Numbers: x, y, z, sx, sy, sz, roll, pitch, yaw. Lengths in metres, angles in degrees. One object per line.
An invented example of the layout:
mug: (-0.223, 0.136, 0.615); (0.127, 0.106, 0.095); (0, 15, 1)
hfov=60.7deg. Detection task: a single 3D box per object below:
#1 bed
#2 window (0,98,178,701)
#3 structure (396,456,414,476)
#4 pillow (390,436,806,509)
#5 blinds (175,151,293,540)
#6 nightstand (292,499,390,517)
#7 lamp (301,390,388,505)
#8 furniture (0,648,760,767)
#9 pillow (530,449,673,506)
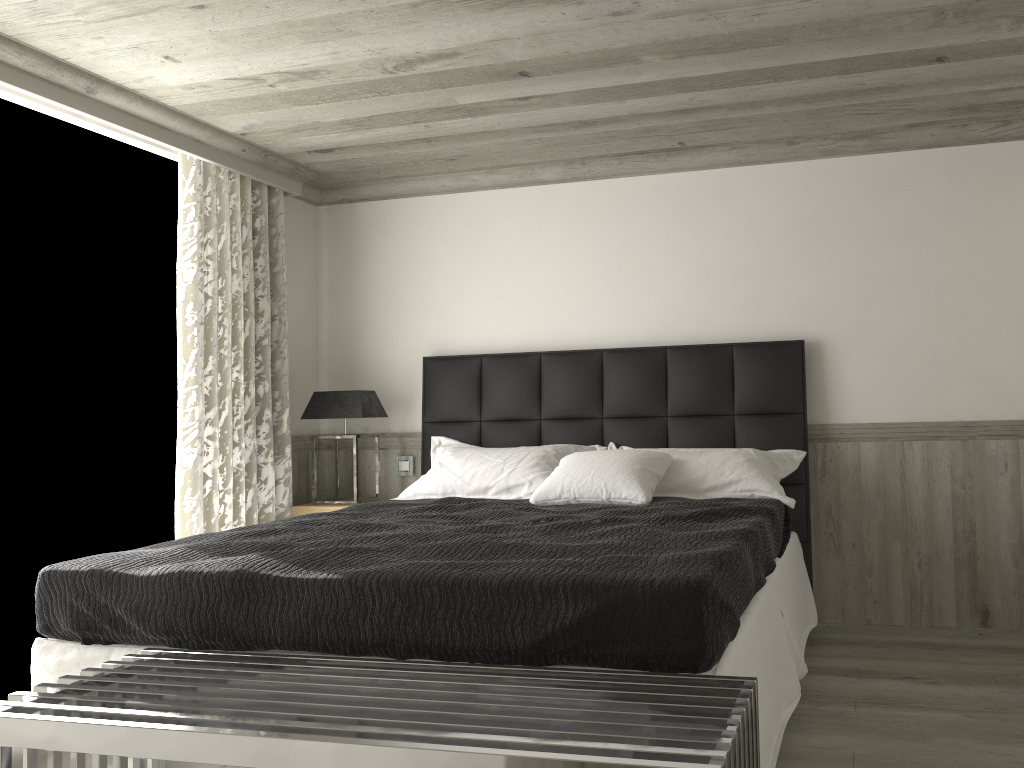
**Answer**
bed: (0.008, 0.555, 3.866); (2.384, 1.623, 3.170); (-2, -2, 19)
window: (-2.249, -0.016, 3.805); (0.001, 2.885, 3.542); (-2, -2, 22)
structure: (-0.699, 0.533, 5.681); (0.119, 0.128, 0.018); (-2, -3, 15)
pillow: (0.458, 0.473, 4.925); (2.236, 0.381, 0.664); (-2, -2, 16)
blinds: (-1.565, 0.025, 5.010); (0.140, 2.805, 0.880); (-2, -3, 24)
nightstand: (-1.018, 1.097, 5.406); (0.455, 0.722, 0.450); (-2, -2, 18)
lamp: (-1.039, 0.390, 5.447); (0.415, 0.692, 0.309); (-2, -2, 17)
furniture: (-0.350, 1.036, 2.116); (1.771, 0.560, 0.609); (-2, -2, 15)
pillow: (0.470, 0.479, 4.507); (0.614, 0.273, 0.491); (-2, -2, 21)
